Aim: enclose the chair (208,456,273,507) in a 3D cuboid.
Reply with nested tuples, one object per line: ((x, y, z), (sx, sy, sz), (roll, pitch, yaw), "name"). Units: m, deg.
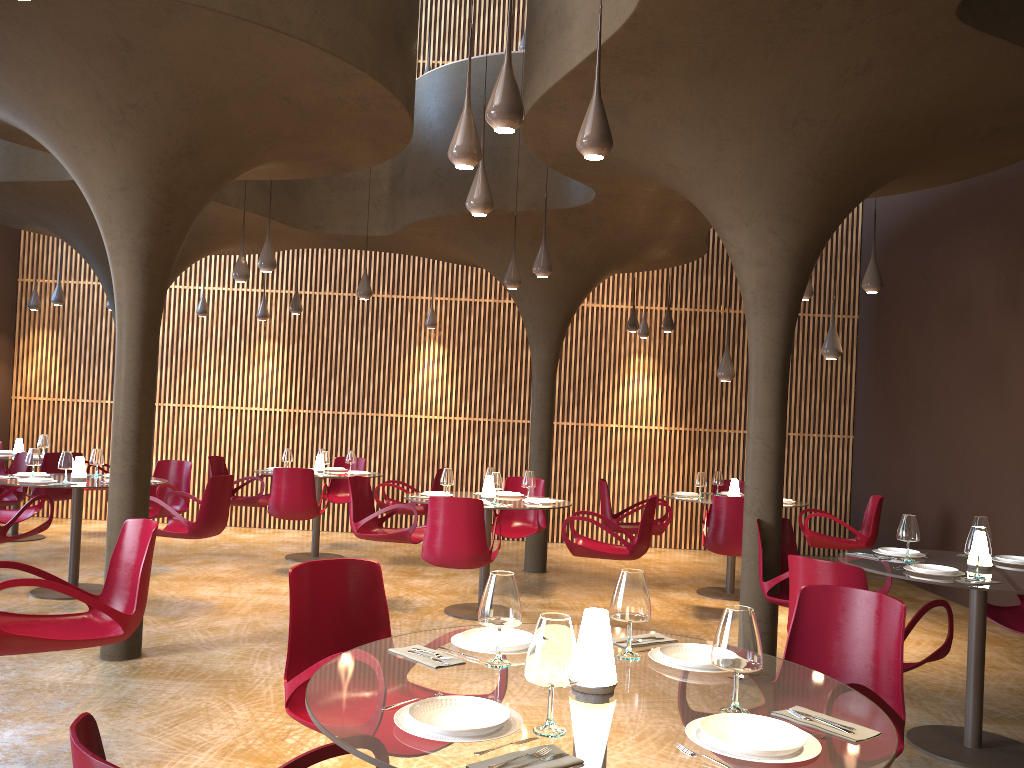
((-3.562, 1.286, 11.656), (0.872, 0.636, 0.625), (2, -2, 6), "chair")

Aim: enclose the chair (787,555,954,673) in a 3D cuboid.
((1.913, 1.257, 4.871), (0.873, 0.636, 0.625), (4, -2, -37), "chair")

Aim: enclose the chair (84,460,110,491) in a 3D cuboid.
((-5.902, 1.231, 12.955), (0.625, 0.636, 0.873), (1, -2, 41), "chair")

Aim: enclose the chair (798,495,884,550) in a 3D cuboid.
((3.756, 1.565, 10.104), (0.872, 0.636, 0.625), (2, -2, 12), "chair")

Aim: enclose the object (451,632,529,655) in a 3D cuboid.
((-0.047, 0.903, 3.091), (0.332, 0.014, 0.332), (2, -2, 9), "object")

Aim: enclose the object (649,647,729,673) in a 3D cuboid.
((0.628, 0.931, 2.990), (0.332, 0.014, 0.332), (2, -2, 5), "object")

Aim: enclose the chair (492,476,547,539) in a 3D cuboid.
((0.071, 1.387, 9.988), (0.625, 0.635, 0.873), (2, -2, 11), "chair")

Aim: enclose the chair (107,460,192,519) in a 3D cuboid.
((-4.034, 1.195, 10.039), (0.625, 0.635, 0.873), (2, -2, 11), "chair")

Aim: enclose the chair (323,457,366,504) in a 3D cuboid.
((-2.429, 1.390, 12.839), (0.625, 0.635, 0.873), (3, -2, 1), "chair")

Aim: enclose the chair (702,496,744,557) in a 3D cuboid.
((2.310, 1.460, 9.235), (0.625, 0.635, 0.873), (2, -2, 12), "chair")

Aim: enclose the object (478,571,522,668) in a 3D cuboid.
((-0.039, 0.757, 2.860), (0.142, 0.295, 0.142), (3, -1, -33), "object")

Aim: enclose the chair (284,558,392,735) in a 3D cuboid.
((-0.530, 1.086, 3.568), (0.625, 0.636, 0.872), (4, -2, -44), "chair")

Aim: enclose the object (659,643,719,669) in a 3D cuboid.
((0.628, 0.921, 2.990), (0.263, 0.029, 0.263), (3, -2, -1), "object")

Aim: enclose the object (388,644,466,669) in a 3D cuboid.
((-0.281, 0.891, 2.899), (0.126, 0.017, 0.262), (5, -3, -43), "object")

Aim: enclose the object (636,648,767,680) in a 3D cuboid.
((0.631, 0.932, 2.986), (0.204, 0.012, 0.410), (5, -3, -38), "object")

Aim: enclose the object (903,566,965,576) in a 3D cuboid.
((2.513, 1.117, 5.281), (0.332, 0.014, 0.332), (3, -2, -13), "object")

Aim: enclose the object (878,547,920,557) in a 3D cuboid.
((2.630, 1.144, 6.024), (0.263, 0.029, 0.263), (1, -3, 30), "object")

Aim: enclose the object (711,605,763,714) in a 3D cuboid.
((0.627, 0.772, 2.473), (0.142, 0.295, 0.142), (2, -1, 28), "object")

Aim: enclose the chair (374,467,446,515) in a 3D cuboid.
((-1.310, 1.389, 11.575), (0.872, 0.636, 0.625), (3, -2, 1), "chair")

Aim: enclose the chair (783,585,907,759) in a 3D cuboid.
((1.154, 1.161, 3.465), (0.873, 0.636, 0.625), (5, -2, -44), "chair")

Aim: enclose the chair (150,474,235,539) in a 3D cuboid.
((-3.151, 1.176, 8.600), (0.872, 0.636, 0.625), (2, -2, 11), "chair")

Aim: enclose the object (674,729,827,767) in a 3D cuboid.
((0.603, 0.899, 2.234), (0.411, 0.012, 0.204), (5, -3, -43), "object")

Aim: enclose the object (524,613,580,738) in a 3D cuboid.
((0.102, 0.738, 2.256), (0.142, 0.295, 0.142), (3, -1, -5), "object")

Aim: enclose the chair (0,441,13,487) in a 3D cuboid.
((-7.531, 1.146, 12.779), (0.625, 0.636, 0.872), (4, -2, -44), "chair")

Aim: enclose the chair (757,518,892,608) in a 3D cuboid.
((2.216, 1.339, 6.483), (0.625, 0.636, 0.872), (4, -2, -42), "chair")

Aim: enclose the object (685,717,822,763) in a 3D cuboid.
((0.606, 0.898, 2.238), (0.331, 0.014, 0.332), (2, -3, 26), "object")

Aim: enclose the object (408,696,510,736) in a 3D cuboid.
((-0.136, 0.855, 2.276), (0.263, 0.029, 0.263), (1, -3, 37), "object")

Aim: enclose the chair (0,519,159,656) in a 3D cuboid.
((-2.321, 1.046, 4.618), (0.873, 0.636, 0.625), (4, -2, -41), "chair")

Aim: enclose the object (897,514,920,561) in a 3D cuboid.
((2.592, 1.005, 5.797), (0.142, 0.295, 0.142), (2, -1, 35), "object")

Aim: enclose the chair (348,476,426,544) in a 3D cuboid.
((-1.251, 1.283, 9.020), (0.872, 0.636, 0.625), (2, -2, 16), "chair")

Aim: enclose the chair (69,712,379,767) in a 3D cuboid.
((-0.495, 1.019, 1.928), (0.873, 0.636, 0.625), (4, -2, -39), "chair")

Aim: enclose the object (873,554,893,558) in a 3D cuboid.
((2.633, 1.155, 6.027), (0.411, 0.012, 0.204), (4, -3, -36), "object")

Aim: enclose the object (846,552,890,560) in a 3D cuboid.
((2.363, 1.142, 5.882), (0.126, 0.017, 0.262), (4, -3, -31), "object")

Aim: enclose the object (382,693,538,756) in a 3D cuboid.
((-0.140, 0.866, 2.278), (0.204, 0.012, 0.410), (5, -3, -41), "object")

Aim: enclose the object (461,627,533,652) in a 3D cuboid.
((-0.047, 0.894, 3.091), (0.263, 0.029, 0.263), (1, -3, 38), "object")

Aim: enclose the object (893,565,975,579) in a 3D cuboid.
((2.510, 1.118, 5.285), (0.204, 0.012, 0.410), (4, -3, -30), "object")

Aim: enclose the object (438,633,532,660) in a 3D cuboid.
((-0.045, 0.905, 3.095), (0.204, 0.012, 0.411), (0, -3, 43), "object")

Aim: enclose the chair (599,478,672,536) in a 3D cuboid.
((1.464, 1.480, 10.640), (0.872, 0.636, 0.625), (2, -2, 7), "chair")

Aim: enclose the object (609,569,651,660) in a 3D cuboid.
((0.404, 0.785, 3.028), (0.142, 0.295, 0.142), (2, -1, 33), "object")

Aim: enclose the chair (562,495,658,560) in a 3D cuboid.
((0.954, 1.367, 8.549), (0.872, 0.636, 0.625), (2, -2, 11), "chair")

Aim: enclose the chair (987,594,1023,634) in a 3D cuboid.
((3.743, 1.399, 6.187), (0.873, 0.636, 0.625), (4, -2, -32), "chair")

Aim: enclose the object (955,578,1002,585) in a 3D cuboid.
((2.629, 1.118, 5.002), (0.262, 0.017, 0.126), (4, -3, -26), "object")

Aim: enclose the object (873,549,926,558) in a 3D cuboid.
((2.629, 1.154, 6.024), (0.332, 0.014, 0.332), (3, -3, -15), "object")

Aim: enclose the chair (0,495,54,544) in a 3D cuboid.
((-4.547, 1.074, 7.741), (0.625, 0.635, 0.873), (3, -2, 6), "chair")

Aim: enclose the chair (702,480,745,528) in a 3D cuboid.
((2.799, 1.577, 11.437), (0.625, 0.635, 0.873), (2, -2, 17), "chair")

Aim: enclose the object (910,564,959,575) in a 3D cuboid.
((2.513, 1.107, 5.282), (0.263, 0.029, 0.263), (5, -3, -42), "object")

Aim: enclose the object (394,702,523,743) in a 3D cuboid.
((-0.136, 0.865, 2.275), (0.332, 0.014, 0.332), (3, -2, -2), "object")

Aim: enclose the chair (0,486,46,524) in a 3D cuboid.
((-5.356, 1.092, 9.071), (0.872, 0.636, 0.625), (2, -2, 16), "chair")

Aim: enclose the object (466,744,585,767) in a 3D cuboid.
((0.031, 0.869, 2.024), (0.262, 0.017, 0.126), (5, -3, -37), "object")

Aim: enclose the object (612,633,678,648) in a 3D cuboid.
((0.476, 0.942, 3.251), (0.262, 0.017, 0.126), (4, -3, -33), "object")

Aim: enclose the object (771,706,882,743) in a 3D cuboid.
((0.852, 0.924, 2.413), (0.126, 0.017, 0.262), (5, -3, -39), "object")

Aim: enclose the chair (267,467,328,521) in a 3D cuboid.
((-2.535, 1.285, 10.487), (0.625, 0.635, 0.873), (3, -2, -4), "chair")

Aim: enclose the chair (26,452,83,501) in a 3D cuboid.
((-5.857, 1.161, 11.268), (0.872, 0.636, 0.625), (1, -2, 41), "chair")

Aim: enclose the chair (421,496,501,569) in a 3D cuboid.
((-0.442, 1.265, 7.691), (0.625, 0.635, 0.873), (3, -2, 6), "chair")

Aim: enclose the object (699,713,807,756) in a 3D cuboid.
((0.606, 0.888, 2.238), (0.263, 0.029, 0.263), (2, -3, 23), "object")

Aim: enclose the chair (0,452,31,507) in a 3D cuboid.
((-6.069, 1.111, 10.304), (0.625, 0.636, 0.873), (1, -2, 41), "chair")
